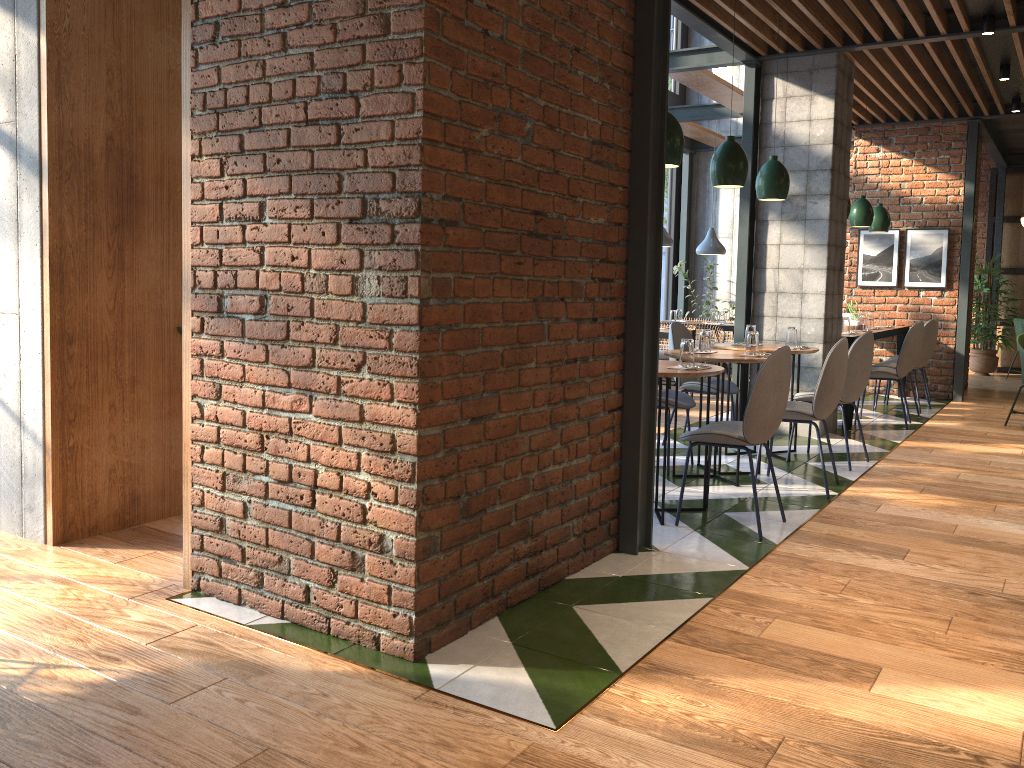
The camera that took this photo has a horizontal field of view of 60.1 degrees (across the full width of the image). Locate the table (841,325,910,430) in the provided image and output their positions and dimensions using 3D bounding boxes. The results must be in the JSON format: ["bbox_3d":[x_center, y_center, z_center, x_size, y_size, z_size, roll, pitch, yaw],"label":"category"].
[{"bbox_3d":[3.252,-0.149,8.581,0.659,0.763,2.779,5,7,32],"label":"table"}]

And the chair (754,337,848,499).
[{"bbox_3d":[1.659,0.159,5.132,0.508,0.884,0.419,4,5,29],"label":"chair"}]

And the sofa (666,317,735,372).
[{"bbox_3d":[2.473,-0.445,11.091,1.093,0.730,0.471,5,6,32],"label":"sofa"}]

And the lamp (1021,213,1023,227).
[{"bbox_3d":[6.570,-3.815,10.977,0.268,3.781,0.269,0,4,-14],"label":"lamp"}]

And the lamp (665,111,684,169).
[{"bbox_3d":[0.771,-2.096,4.376,0.224,2.015,0.224,4,5,36],"label":"lamp"}]

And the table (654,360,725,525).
[{"bbox_3d":[0.715,0.277,4.541,0.699,0.744,0.702,0,5,-11],"label":"table"}]

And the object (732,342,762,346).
[{"bbox_3d":[1.652,-0.281,6.208,0.158,0.019,0.243,6,8,37],"label":"object"}]

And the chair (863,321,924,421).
[{"bbox_3d":[3.470,-0.148,8.105,0.508,0.884,0.419,5,6,39],"label":"chair"}]

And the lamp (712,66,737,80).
[{"bbox_3d":[2.427,-5.310,9.831,0.268,3.781,0.269,-2,5,-37],"label":"lamp"}]

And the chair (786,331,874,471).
[{"bbox_3d":[2.115,0.080,5.897,0.508,0.884,0.419,5,6,39],"label":"chair"}]

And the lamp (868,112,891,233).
[{"bbox_3d":[3.851,-2.589,9.176,0.224,2.015,0.224,4,5,36],"label":"lamp"}]

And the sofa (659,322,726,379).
[{"bbox_3d":[1.863,-0.348,10.142,1.093,0.730,0.471,5,6,32],"label":"sofa"}]

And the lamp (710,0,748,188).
[{"bbox_3d":[1.317,-2.184,5.228,0.224,2.015,0.224,4,5,36],"label":"lamp"}]

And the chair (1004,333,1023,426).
[{"bbox_3d":[4.565,-0.007,7.417,0.638,0.816,0.517,1,5,-2],"label":"chair"}]

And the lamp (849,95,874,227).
[{"bbox_3d":[3.370,-2.512,8.426,0.224,2.015,0.224,4,5,36],"label":"lamp"}]

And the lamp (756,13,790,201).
[{"bbox_3d":[1.798,-2.260,5.977,0.224,2.015,0.224,4,5,36],"label":"lamp"}]

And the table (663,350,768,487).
[{"bbox_3d":[1.262,0.189,5.394,0.699,0.744,0.702,0,5,-15],"label":"table"}]

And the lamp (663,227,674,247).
[{"bbox_3d":[1.455,-3.575,8.512,0.353,4.475,0.354,1,4,-6],"label":"lamp"}]

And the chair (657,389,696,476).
[{"bbox_3d":[0.904,0.084,5.620,0.508,0.884,0.419,4,5,34],"label":"chair"}]

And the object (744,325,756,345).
[{"bbox_3d":[1.664,-0.344,6.179,0.080,0.138,0.080,2,5,11],"label":"object"}]

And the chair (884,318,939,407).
[{"bbox_3d":[4.060,-0.246,9.057,0.508,0.884,0.419,4,5,29],"label":"chair"}]

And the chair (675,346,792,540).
[{"bbox_3d":[1.074,0.243,4.304,0.508,0.884,0.419,4,5,34],"label":"chair"}]

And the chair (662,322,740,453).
[{"bbox_3d":[1.382,0.003,6.402,0.508,0.884,0.419,4,5,34],"label":"chair"}]

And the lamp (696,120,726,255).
[{"bbox_3d":[2.422,-3.775,10.407,0.353,4.475,0.354,0,4,-22],"label":"lamp"}]

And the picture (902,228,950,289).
[{"bbox_3d":[4.402,-1.337,9.420,0.430,0.629,0.015,4,5,33],"label":"picture"}]

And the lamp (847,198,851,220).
[{"bbox_3d":[2.824,-2.424,7.575,0.224,2.015,0.224,4,5,36],"label":"lamp"}]

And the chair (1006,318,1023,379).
[{"bbox_3d":[6.819,-0.435,11.501,0.515,0.816,0.641,2,5,7],"label":"chair"}]

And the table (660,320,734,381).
[{"bbox_3d":[2.167,-0.383,10.616,1.273,0.703,0.660,5,7,32],"label":"table"}]

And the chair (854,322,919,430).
[{"bbox_3d":[3.196,-0.095,7.600,0.508,0.884,0.419,4,5,29],"label":"chair"}]

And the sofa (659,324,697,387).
[{"bbox_3d":[1.433,-0.279,9.472,1.093,0.730,0.471,5,6,32],"label":"sofa"}]

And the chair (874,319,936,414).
[{"bbox_3d":[3.799,-0.196,8.575,0.508,0.884,0.419,5,6,39],"label":"chair"}]

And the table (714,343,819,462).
[{"bbox_3d":[1.743,0.112,6.143,0.701,0.744,0.700,6,7,43],"label":"table"}]

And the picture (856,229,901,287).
[{"bbox_3d":[3.998,-1.377,9.678,0.430,0.629,0.015,4,5,33],"label":"picture"}]

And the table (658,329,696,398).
[{"bbox_3d":[1.130,-0.217,9.000,1.273,0.703,0.660,5,7,32],"label":"table"}]
